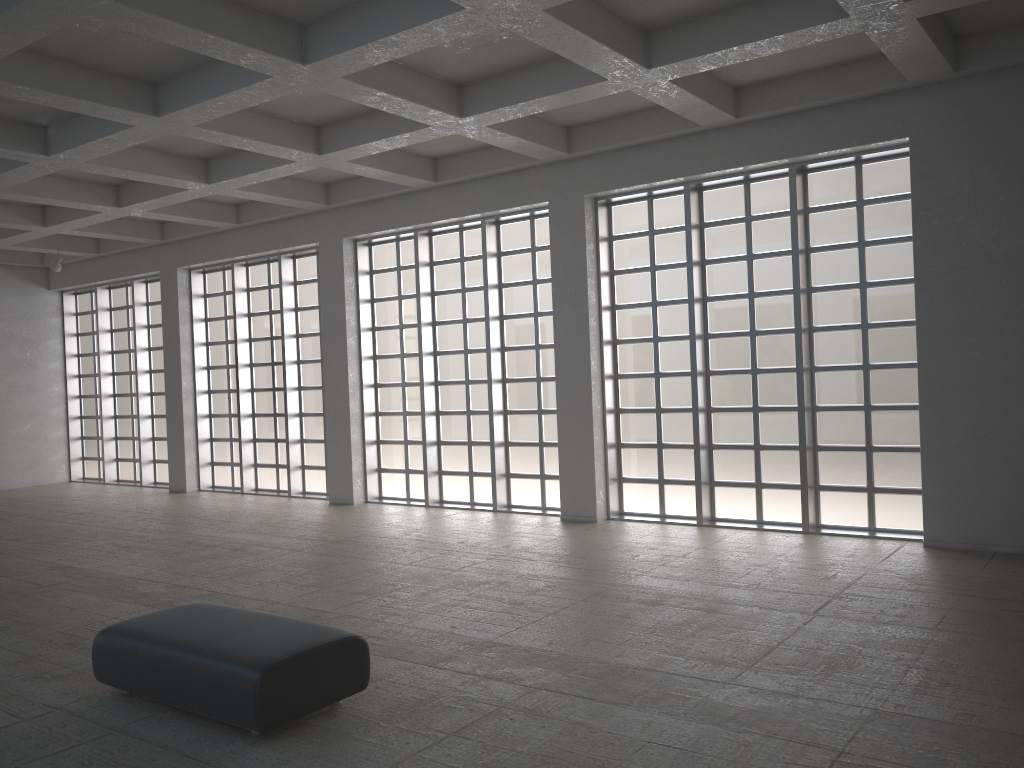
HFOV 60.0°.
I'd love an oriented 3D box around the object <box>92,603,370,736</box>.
[{"bbox_3d":[-3.243,3.156,10.121,3.044,0.828,1.616,-2,1,36],"label":"object"}]
